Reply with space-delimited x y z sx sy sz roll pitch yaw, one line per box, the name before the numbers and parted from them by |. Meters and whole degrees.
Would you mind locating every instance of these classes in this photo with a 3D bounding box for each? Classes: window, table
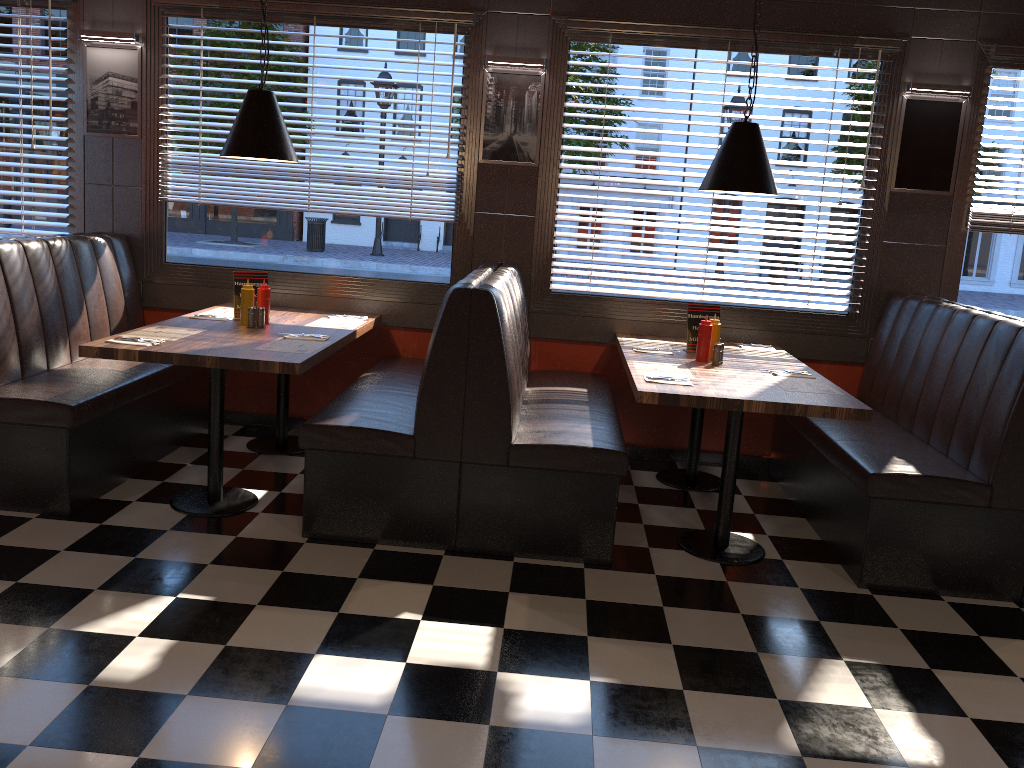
window | 3.550 -1.008 5.097 2.027 1.702 0.128 5 9 3
table | -1.344 0.084 4.640 0.956 0.768 1.705 5 11 3
window | 1.172 -1.203 5.214 2.027 1.702 0.128 5 9 3
window | -3.585 -1.591 5.447 2.027 1.702 0.128 5 9 3
window | -1.207 -1.397 5.330 2.027 1.702 0.128 5 9 3
table | 1.019 0.277 4.524 0.956 0.768 1.705 5 11 3

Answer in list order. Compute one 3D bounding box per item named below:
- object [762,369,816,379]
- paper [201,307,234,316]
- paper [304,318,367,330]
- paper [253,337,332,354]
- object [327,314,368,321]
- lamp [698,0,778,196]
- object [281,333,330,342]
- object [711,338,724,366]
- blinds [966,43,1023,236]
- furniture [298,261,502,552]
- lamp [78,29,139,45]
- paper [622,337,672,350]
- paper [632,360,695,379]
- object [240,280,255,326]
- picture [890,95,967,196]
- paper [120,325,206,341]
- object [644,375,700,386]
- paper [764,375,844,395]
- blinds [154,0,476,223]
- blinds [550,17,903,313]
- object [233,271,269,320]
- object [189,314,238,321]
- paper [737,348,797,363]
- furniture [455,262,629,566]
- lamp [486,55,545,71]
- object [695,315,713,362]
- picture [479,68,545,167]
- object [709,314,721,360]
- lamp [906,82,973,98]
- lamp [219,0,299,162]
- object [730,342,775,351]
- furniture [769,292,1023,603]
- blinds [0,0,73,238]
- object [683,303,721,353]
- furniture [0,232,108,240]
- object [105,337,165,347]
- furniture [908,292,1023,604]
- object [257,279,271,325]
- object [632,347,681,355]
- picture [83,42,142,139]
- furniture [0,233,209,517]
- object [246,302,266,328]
object | 1.334 -0.056 4.303 0.255 0.019 0.158 4 12 2
paper | -1.589 -0.405 5.022 0.261 0.001 0.368 4 12 0
paper | -0.969 -0.332 4.883 0.261 0.001 0.368 5 12 3
paper | -1.015 -0.179 4.126 0.261 0.001 0.368 5 12 4
object | -0.969 -0.390 5.121 0.255 0.019 0.158 5 12 4
lamp | 1.177 -1.934 4.172 0.382 2.030 0.385 1 10 -16
object | -1.030 -0.237 4.358 0.255 0.019 0.159 4 12 -1
object | 1.033 -0.164 4.431 0.047 0.135 0.094 9 11 27
blinds | 3.569 -1.304 4.971 1.869 1.032 0.100 5 9 3
furniture | -0.504 -0.036 4.577 0.706 1.146 1.722 5 11 3
lamp | -2.362 -2.035 5.200 0.334 0.056 0.082 5 11 3
paper | 0.753 -0.223 4.950 0.261 0.001 0.368 5 12 4
paper | 0.710 -0.070 4.192 0.261 0.001 0.368 5 12 3
object | -1.376 -0.425 4.609 0.068 0.236 0.068 2 10 -14
picture | 2.370 -1.358 5.049 0.351 0.533 0.012 5 9 3
paper | -1.653 -0.244 4.216 0.261 0.001 0.368 5 12 4
object | 0.711 -0.020 3.909 0.255 0.019 0.158 5 12 4
paper | 1.331 0.003 4.056 0.261 0.001 0.368 4 12 0
blinds | -1.180 -1.610 5.217 1.869 1.197 0.101 5 9 3
blinds | 1.185 -1.247 5.129 1.869 1.542 0.101 5 9 3
object | -1.414 -0.479 4.810 0.188 0.255 0.073 -1 11 -27
object | -1.592 -0.362 4.772 0.255 0.019 0.158 4 12 2
paper | 1.391 -0.159 4.862 0.261 0.001 0.368 5 12 4
furniture | 0.199 0.022 4.543 0.706 1.146 1.722 5 11 3
lamp | 0.020 -1.840 5.084 0.334 0.056 0.082 5 11 3
object | 0.975 -0.232 4.488 0.068 0.236 0.068 9 10 26
picture | -0.003 -1.551 5.165 0.351 0.533 0.012 5 9 3
object | 1.034 -0.243 4.560 0.068 0.236 0.068 9 10 26
lamp | 2.392 -1.647 4.967 0.334 0.056 0.082 5 11 3
lamp | -1.196 -2.128 4.288 0.382 2.030 0.385 1 10 -16
object | 1.391 -0.223 5.131 0.255 0.019 0.158 6 12 8
furniture | 1.875 0.158 4.461 0.706 1.146 1.722 5 11 3
blinds | -3.579 -1.595 5.368 1.869 1.623 0.100 5 9 3
object | 1.035 -0.299 4.784 0.188 0.255 0.073 3 9 -7
furniture | -2.882 -0.230 4.694 0.706 1.146 1.722 5 11 3
object | -1.649 -0.192 3.927 0.255 0.019 0.158 6 12 8
furniture | 2.577 0.216 4.426 0.706 1.146 1.722 5 11 3
object | -1.311 -0.434 4.675 0.068 0.236 0.068 2 10 -14
object | 0.771 -0.182 4.715 0.255 0.019 0.159 4 12 -1
picture | -2.382 -1.746 5.282 0.351 0.533 0.012 5 9 3
furniture | -2.180 -0.173 4.659 0.706 1.146 1.722 5 11 3
object | -1.312 -0.355 4.546 0.094 0.135 0.047 -1 11 -27
